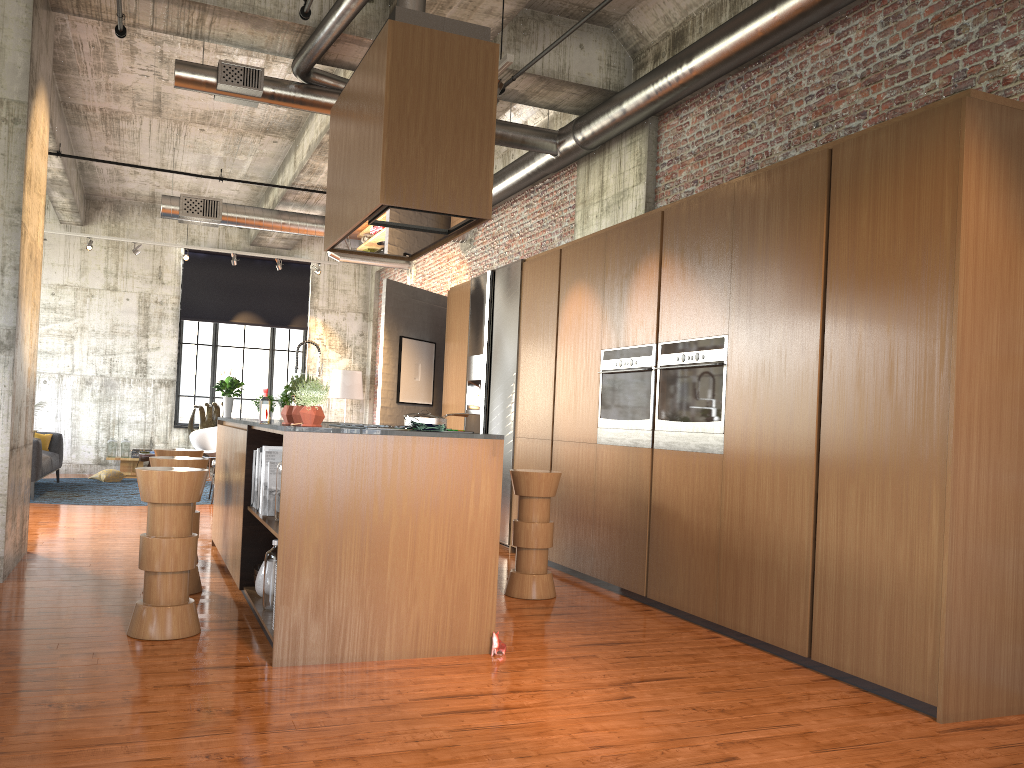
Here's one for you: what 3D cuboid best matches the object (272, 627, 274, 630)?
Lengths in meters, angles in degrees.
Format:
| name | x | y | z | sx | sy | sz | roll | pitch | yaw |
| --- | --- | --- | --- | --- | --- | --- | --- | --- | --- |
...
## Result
| name | x | y | z | sx | sy | sz | roll | pitch | yaw |
| --- | --- | --- | --- | --- | --- | --- | --- | --- | --- |
| object | -1.194 | 1.389 | 5.017 | 0.314 | 0.032 | 0.314 | 1 | -3 | 30 |

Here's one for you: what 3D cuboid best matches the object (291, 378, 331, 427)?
| name | x | y | z | sx | sy | sz | roll | pitch | yaw |
| --- | --- | --- | --- | --- | --- | --- | --- | --- | --- |
| object | -1.163 | 0.103 | 5.139 | 0.221 | 0.283 | 0.211 | 3 | -1 | -15 |

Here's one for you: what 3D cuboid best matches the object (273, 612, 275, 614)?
| name | x | y | z | sx | sy | sz | roll | pitch | yaw |
| --- | --- | --- | --- | --- | --- | --- | --- | --- | --- |
| object | -1.190 | 1.306 | 5.018 | 0.314 | 0.030 | 0.314 | 1 | -3 | 31 |

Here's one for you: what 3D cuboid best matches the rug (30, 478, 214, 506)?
| name | x | y | z | sx | sy | sz | roll | pitch | yaw |
| --- | --- | --- | --- | --- | --- | --- | --- | --- | --- |
| rug | -6.061 | 1.672 | 13.996 | 4.844 | 0.009 | 4.852 | 2 | -3 | 24 |

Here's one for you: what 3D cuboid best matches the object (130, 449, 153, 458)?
| name | x | y | z | sx | sy | sz | roll | pitch | yaw |
| --- | --- | --- | --- | --- | --- | --- | --- | --- | --- |
| object | -6.996 | 1.319 | 16.742 | 0.424 | 0.153 | 0.382 | 4 | -2 | -23 |

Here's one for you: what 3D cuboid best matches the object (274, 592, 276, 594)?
| name | x | y | z | sx | sy | sz | roll | pitch | yaw |
| --- | --- | --- | --- | --- | --- | --- | --- | --- | --- |
| object | -1.185 | 1.194 | 5.019 | 0.314 | 0.031 | 0.314 | 4 | -3 | -31 |

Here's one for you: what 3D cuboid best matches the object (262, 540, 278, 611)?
| name | x | y | z | sx | sy | sz | roll | pitch | yaw |
| --- | --- | --- | --- | --- | --- | --- | --- | --- | --- |
| object | -1.489 | 1.196 | 5.572 | 0.137 | 0.432 | 0.137 | 3 | -1 | -11 |

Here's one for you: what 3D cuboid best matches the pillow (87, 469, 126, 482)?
| name | x | y | z | sx | sy | sz | roll | pitch | yaw |
| --- | --- | --- | --- | --- | --- | --- | --- | --- | --- |
| pillow | -6.982 | 1.597 | 15.363 | 0.481 | 0.247 | 0.504 | 1 | -3 | 33 |

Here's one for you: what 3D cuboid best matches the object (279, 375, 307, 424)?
| name | x | y | z | sx | sy | sz | roll | pitch | yaw |
| --- | --- | --- | --- | --- | --- | --- | --- | --- | --- |
| object | -1.374 | 0.099 | 5.573 | 0.179 | 0.311 | 0.172 | 3 | -1 | -17 |

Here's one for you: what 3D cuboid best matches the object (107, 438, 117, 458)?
| name | x | y | z | sx | sy | sz | roll | pitch | yaw |
| --- | --- | --- | --- | --- | --- | --- | --- | --- | --- |
| object | -7.432 | 1.185 | 16.469 | 0.163 | 0.361 | 0.163 | 3 | -1 | -25 |

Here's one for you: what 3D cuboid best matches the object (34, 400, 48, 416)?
| name | x | y | z | sx | sy | sz | roll | pitch | yaw |
| --- | --- | --- | --- | --- | --- | --- | --- | --- | --- |
| object | -5.231 | 0.434 | 8.279 | 1.888 | 2.062 | 1.514 | 3 | -1 | 0 |

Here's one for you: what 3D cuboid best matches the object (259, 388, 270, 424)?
| name | x | y | z | sx | sy | sz | roll | pitch | yaw |
| --- | --- | --- | --- | --- | --- | --- | --- | --- | --- |
| object | -1.431 | 0.129 | 5.131 | 0.056 | 0.208 | 0.056 | 3 | -1 | -23 |

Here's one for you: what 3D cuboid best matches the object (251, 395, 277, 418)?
| name | x | y | z | sx | sy | sz | roll | pitch | yaw |
| --- | --- | --- | --- | --- | --- | --- | --- | --- | --- |
| object | -2.436 | 0.218 | 8.735 | 0.236 | 0.257 | 0.232 | 2 | -2 | 16 |

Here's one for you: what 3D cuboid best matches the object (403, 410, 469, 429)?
| name | x | y | z | sx | sy | sz | roll | pitch | yaw |
| --- | --- | --- | --- | --- | --- | --- | --- | --- | --- |
| object | -0.479 | 0.233 | 5.714 | 0.331 | 0.120 | 0.730 | 2 | -3 | 13 |

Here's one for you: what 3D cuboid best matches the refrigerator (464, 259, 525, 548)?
| name | x | y | z | sx | sy | sz | roll | pitch | yaw |
| --- | --- | --- | --- | --- | --- | --- | --- | --- | --- |
| refrigerator | 0.254 | 0.281 | 10.052 | 1.212 | 3.049 | 1.517 | 3 | -1 | -23 |

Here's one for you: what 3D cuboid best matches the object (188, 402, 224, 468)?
| name | x | y | z | sx | sy | sz | roll | pitch | yaw |
| --- | --- | --- | --- | --- | --- | --- | --- | --- | --- |
| object | -5.877 | 0.975 | 17.132 | 0.728 | 1.295 | 0.456 | 3 | -1 | -11 |

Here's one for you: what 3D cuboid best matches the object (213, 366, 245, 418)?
| name | x | y | z | sx | sy | sz | roll | pitch | yaw |
| --- | --- | --- | --- | --- | --- | --- | --- | --- | --- |
| object | -2.731 | 0.077 | 8.556 | 0.268 | 0.502 | 0.304 | 2 | -1 | 20 |

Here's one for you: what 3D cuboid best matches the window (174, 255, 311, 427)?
| name | x | y | z | sx | sy | sz | roll | pitch | yaw |
| --- | --- | --- | --- | --- | --- | --- | --- | --- | --- |
| window | -5.418 | -0.773 | 17.922 | 2.581 | 3.434 | 0.050 | 3 | -1 | -23 |

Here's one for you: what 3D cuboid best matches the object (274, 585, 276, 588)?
| name | x | y | z | sx | sy | sz | roll | pitch | yaw |
| --- | --- | --- | --- | --- | --- | --- | --- | --- | --- |
| object | -1.183 | 1.154 | 5.020 | 0.314 | 0.032 | 0.314 | 1 | -3 | 36 |

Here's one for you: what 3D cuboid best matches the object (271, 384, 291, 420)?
| name | x | y | z | sx | sy | sz | roll | pitch | yaw |
| --- | --- | --- | --- | --- | --- | --- | --- | --- | --- |
| object | -2.239 | 0.168 | 8.793 | 0.305 | 0.381 | 0.362 | 2 | -2 | 11 |

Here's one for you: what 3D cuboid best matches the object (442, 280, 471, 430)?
| name | x | y | z | sx | sy | sz | roll | pitch | yaw |
| --- | --- | --- | --- | --- | --- | --- | --- | --- | --- |
| object | -0.323 | 0.295 | 11.126 | 0.860 | 3.043 | 0.910 | 3 | -1 | -23 |

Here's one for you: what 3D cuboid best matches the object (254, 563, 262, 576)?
| name | x | y | z | sx | sy | sz | roll | pitch | yaw |
| --- | --- | --- | --- | --- | --- | --- | --- | --- | --- |
| object | -1.685 | 1.324 | 6.162 | 0.216 | 0.127 | 0.217 | 4 | -2 | -27 |

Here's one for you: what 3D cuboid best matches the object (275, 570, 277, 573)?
| name | x | y | z | sx | sy | sz | roll | pitch | yaw |
| --- | --- | --- | --- | --- | --- | --- | --- | --- | --- |
| object | -1.180 | 1.073 | 5.021 | 0.314 | 0.031 | 0.314 | 1 | -3 | 37 |

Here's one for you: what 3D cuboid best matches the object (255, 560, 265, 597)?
| name | x | y | z | sx | sy | sz | roll | pitch | yaw |
| --- | --- | --- | --- | --- | --- | --- | --- | --- | --- |
| object | -1.615 | 1.300 | 5.905 | 0.181 | 0.243 | 0.181 | 2 | -1 | 25 |

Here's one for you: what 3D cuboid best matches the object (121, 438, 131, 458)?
| name | x | y | z | sx | sy | sz | roll | pitch | yaw |
| --- | --- | --- | --- | --- | --- | --- | --- | --- | --- |
| object | -7.219 | 1.199 | 16.558 | 0.163 | 0.361 | 0.163 | 3 | -1 | -20 |

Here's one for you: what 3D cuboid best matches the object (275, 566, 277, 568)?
| name | x | y | z | sx | sy | sz | roll | pitch | yaw |
| --- | --- | --- | --- | --- | --- | --- | --- | --- | --- |
| object | -1.178 | 1.046 | 5.021 | 0.314 | 0.033 | 0.314 | 1 | -3 | 30 |

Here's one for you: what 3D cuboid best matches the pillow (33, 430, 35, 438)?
| name | x | y | z | sx | sy | sz | roll | pitch | yaw |
| --- | --- | --- | --- | --- | --- | --- | --- | --- | --- |
| pillow | -6.837 | 0.850 | 12.268 | 0.537 | 0.446 | 0.260 | 3 | -1 | -16 |

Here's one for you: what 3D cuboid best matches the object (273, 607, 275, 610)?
| name | x | y | z | sx | sy | sz | roll | pitch | yaw |
| --- | --- | --- | --- | --- | --- | --- | --- | --- | --- |
| object | -1.189 | 1.279 | 5.018 | 0.314 | 0.032 | 0.314 | 1 | -3 | 36 |

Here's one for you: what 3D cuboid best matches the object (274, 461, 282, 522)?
| name | x | y | z | sx | sy | sz | roll | pitch | yaw |
| --- | --- | --- | --- | --- | --- | --- | --- | --- | --- |
| object | -1.388 | 0.630 | 5.474 | 0.137 | 0.432 | 0.137 | 3 | -1 | -11 |

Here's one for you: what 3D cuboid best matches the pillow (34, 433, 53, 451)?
| name | x | y | z | sx | sy | sz | roll | pitch | yaw |
| --- | --- | --- | --- | --- | --- | --- | --- | --- | --- |
| pillow | -7.533 | 0.919 | 14.138 | 0.168 | 0.318 | 0.435 | 2 | -2 | 42 |

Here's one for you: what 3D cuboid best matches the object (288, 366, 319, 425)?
| name | x | y | z | sx | sy | sz | roll | pitch | yaw |
| --- | --- | --- | --- | --- | --- | --- | --- | --- | --- |
| object | -1.273 | 0.065 | 5.352 | 0.196 | 0.367 | 0.186 | 2 | -1 | 17 |

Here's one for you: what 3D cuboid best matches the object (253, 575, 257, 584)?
| name | x | y | z | sx | sy | sz | roll | pitch | yaw |
| --- | --- | --- | --- | --- | --- | --- | --- | --- | --- |
| object | -1.688 | 1.378 | 6.163 | 0.216 | 0.105 | 0.216 | 3 | -2 | -12 |

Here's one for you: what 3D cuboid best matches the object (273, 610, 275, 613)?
| name | x | y | z | sx | sy | sz | roll | pitch | yaw |
| --- | --- | --- | --- | --- | --- | --- | --- | --- | --- |
| object | -1.190 | 1.292 | 5.018 | 0.314 | 0.033 | 0.314 | 1 | -3 | 30 |

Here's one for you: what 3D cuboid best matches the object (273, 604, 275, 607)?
| name | x | y | z | sx | sy | sz | roll | pitch | yaw |
| --- | --- | --- | --- | --- | --- | --- | --- | --- | --- |
| object | -1.188 | 1.264 | 5.018 | 0.314 | 0.032 | 0.314 | 1 | -3 | 30 |

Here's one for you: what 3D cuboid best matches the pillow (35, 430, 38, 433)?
| name | x | y | z | sx | sy | sz | roll | pitch | yaw |
| --- | --- | --- | --- | --- | --- | --- | --- | --- | --- |
| pillow | -7.847 | 0.882 | 14.039 | 0.537 | 0.446 | 0.260 | 3 | -1 | -16 |

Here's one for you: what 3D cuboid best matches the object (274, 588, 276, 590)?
| name | x | y | z | sx | sy | sz | roll | pitch | yaw |
| --- | --- | --- | --- | --- | --- | --- | --- | --- | --- |
| object | -1.184 | 1.167 | 5.019 | 0.314 | 0.033 | 0.314 | 1 | -3 | 30 |

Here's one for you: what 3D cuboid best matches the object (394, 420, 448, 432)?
| name | x | y | z | sx | sy | sz | roll | pitch | yaw |
| --- | --- | --- | --- | --- | --- | --- | --- | --- | --- |
| object | -0.530 | 0.241 | 5.152 | 0.184 | 0.067 | 0.392 | 2 | -3 | 24 |

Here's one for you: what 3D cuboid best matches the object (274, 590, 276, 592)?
| name | x | y | z | sx | sy | sz | roll | pitch | yaw |
| --- | --- | --- | --- | --- | --- | --- | --- | --- | --- |
| object | -1.185 | 1.181 | 5.019 | 0.314 | 0.030 | 0.314 | 1 | -3 | 31 |

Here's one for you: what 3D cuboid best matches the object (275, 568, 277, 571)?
| name | x | y | z | sx | sy | sz | roll | pitch | yaw |
| --- | --- | --- | --- | --- | --- | --- | --- | --- | --- |
| object | -1.179 | 1.060 | 5.021 | 0.314 | 0.030 | 0.314 | 1 | -3 | 31 |
